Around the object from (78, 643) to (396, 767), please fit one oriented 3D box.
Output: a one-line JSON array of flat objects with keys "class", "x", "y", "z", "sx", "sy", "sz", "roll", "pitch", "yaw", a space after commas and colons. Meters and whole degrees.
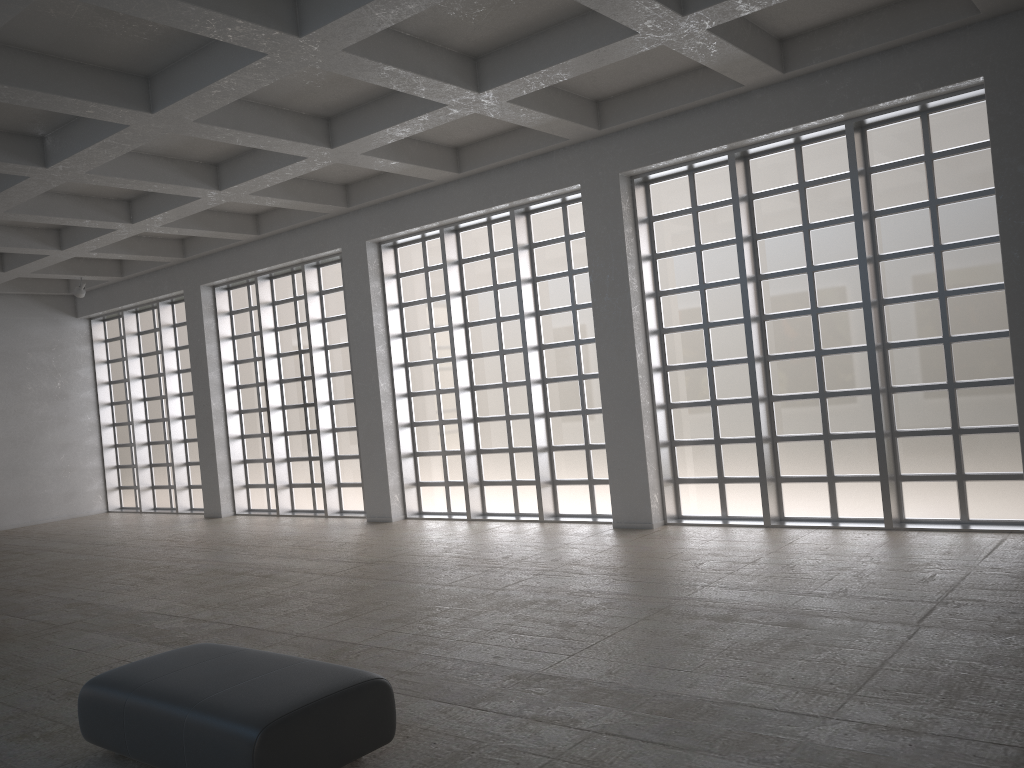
[{"class": "object", "x": -2.733, "y": 3.193, "z": 8.632, "sx": 3.044, "sy": 0.828, "sz": 1.616, "roll": -6, "pitch": -1, "yaw": 39}]
